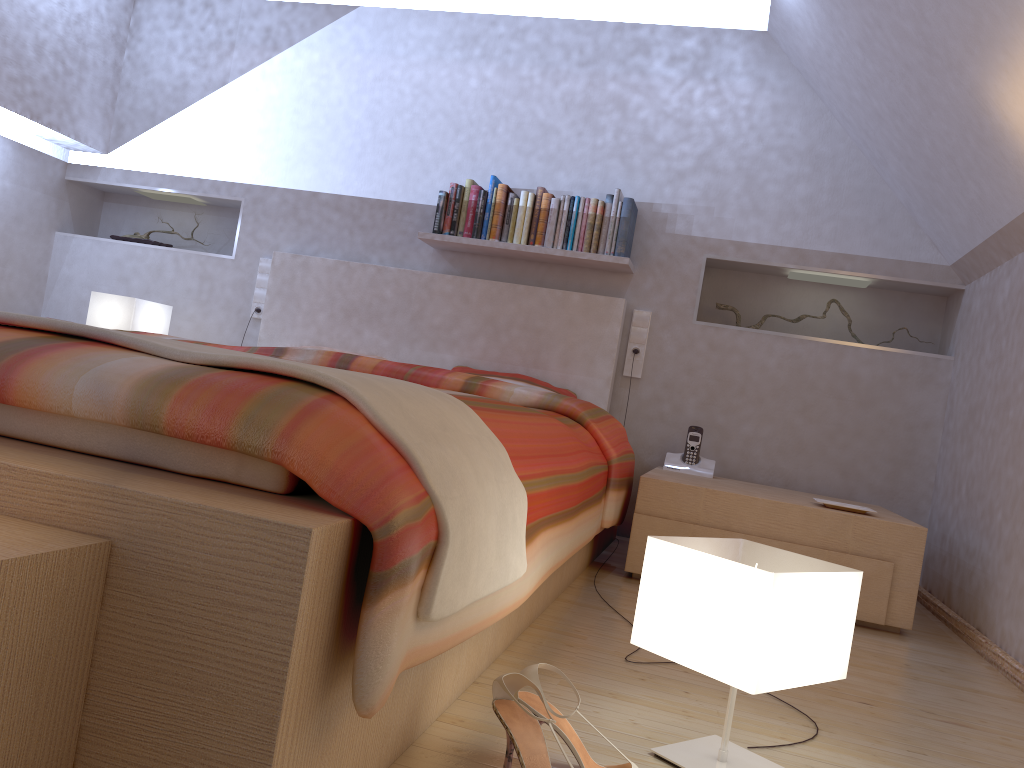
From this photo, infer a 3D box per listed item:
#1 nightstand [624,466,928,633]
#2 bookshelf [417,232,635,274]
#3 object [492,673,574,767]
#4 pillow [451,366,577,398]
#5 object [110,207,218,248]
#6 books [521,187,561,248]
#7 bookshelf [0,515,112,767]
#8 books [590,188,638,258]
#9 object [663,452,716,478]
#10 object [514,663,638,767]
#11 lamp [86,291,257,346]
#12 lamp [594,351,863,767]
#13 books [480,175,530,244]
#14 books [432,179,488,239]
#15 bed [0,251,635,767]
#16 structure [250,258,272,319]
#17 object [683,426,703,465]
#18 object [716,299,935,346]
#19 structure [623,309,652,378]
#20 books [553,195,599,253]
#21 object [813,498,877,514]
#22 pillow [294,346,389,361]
[{"bbox_3d":[0.889,0.545,3.127,0.859,0.329,0.847,9,-1,14],"label":"nightstand"},{"bbox_3d":[0.060,-0.563,3.808,0.916,0.028,0.223,9,-1,14],"label":"bookshelf"},{"bbox_3d":[0.055,0.475,1.167,0.079,0.132,0.235,10,-1,-45],"label":"object"},{"bbox_3d":[-0.053,0.035,3.561,0.566,0.188,0.497,9,-1,14],"label":"pillow"},{"bbox_3d":[-1.768,-0.805,4.523,0.589,0.242,0.183,9,-1,12],"label":"object"},{"bbox_3d":[0.140,-0.697,3.795,0.140,0.260,0.209,9,-1,14],"label":"books"},{"bbox_3d":[-1.211,0.169,0.738,1.495,0.303,0.643,9,-1,14],"label":"bookshelf"},{"bbox_3d":[0.431,-0.660,3.729,0.145,0.281,0.200,9,-1,14],"label":"books"},{"bbox_3d":[0.703,0.314,3.502,0.192,0.087,0.153,9,-1,14],"label":"object"},{"bbox_3d":[0.109,0.486,1.254,0.235,0.132,0.079,9,-1,19],"label":"object"},{"bbox_3d":[-1.584,-0.154,4.029,0.318,0.515,0.684,9,-1,42],"label":"lamp"},{"bbox_3d":[0.493,0.235,2.480,0.396,0.788,2.551,9,-1,4],"label":"lamp"},{"bbox_3d":[-0.010,-0.732,3.837,0.178,0.281,0.200,9,-1,14],"label":"books"},{"bbox_3d":[-0.199,-0.753,3.876,0.209,0.260,0.215,9,-1,14],"label":"books"},{"bbox_3d":[-0.732,-0.072,2.517,2.087,0.994,3.009,9,-1,14],"label":"bed"},{"bbox_3d":[-1.179,-0.452,4.207,0.077,0.286,0.034,9,-1,14],"label":"structure"},{"bbox_3d":[0.718,0.250,3.522,0.060,0.169,0.079,9,-1,14],"label":"object"},{"bbox_3d":[1.320,-0.270,3.757,0.905,0.193,0.085,9,-1,14],"label":"object"},{"bbox_3d":[0.536,-0.171,3.786,0.077,0.286,0.034,9,-1,14],"label":"structure"},{"bbox_3d":[0.282,-0.659,3.765,0.159,0.231,0.200,9,-1,14],"label":"books"},{"bbox_3d":[1.064,0.395,2.845,0.179,0.015,0.177,9,-1,14],"label":"object"},{"bbox_3d":[-0.867,-0.084,3.810,0.572,0.180,0.492,9,-1,14],"label":"pillow"}]
